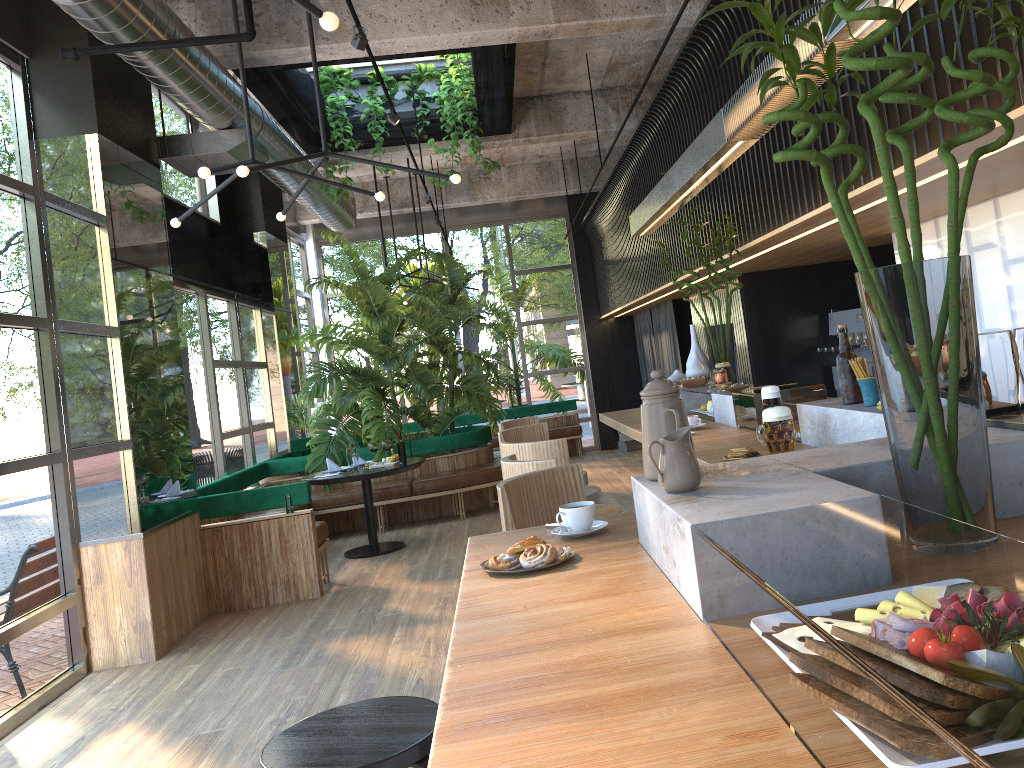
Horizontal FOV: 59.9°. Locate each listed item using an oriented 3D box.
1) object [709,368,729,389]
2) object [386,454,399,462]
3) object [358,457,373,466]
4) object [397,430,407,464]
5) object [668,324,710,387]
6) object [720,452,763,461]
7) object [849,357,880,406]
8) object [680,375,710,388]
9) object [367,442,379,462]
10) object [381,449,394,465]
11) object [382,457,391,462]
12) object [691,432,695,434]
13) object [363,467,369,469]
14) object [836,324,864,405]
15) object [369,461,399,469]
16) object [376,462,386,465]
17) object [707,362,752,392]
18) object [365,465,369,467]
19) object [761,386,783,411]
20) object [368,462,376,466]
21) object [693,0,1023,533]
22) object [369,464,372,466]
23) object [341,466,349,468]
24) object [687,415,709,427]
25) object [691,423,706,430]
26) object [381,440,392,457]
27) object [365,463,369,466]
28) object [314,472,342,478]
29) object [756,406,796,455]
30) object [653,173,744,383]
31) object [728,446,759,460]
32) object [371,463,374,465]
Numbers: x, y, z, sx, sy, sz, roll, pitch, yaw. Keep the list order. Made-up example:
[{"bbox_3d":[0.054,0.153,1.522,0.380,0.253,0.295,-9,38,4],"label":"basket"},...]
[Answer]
[{"bbox_3d":[1.197,-0.034,5.168,0.085,0.107,0.161,-9,-1,43],"label":"object"},{"bbox_3d":[-1.090,0.675,8.078,0.100,0.064,0.161,-8,1,-32],"label":"object"},{"bbox_3d":[-1.435,0.703,8.397,0.241,0.139,0.224,-8,0,-20],"label":"object"},{"bbox_3d":[-0.995,0.566,7.963,0.067,0.299,0.069,-8,-3,13],"label":"object"},{"bbox_3d":[1.176,-0.188,5.782,0.333,0.398,0.303,-6,-2,-45],"label":"object"},{"bbox_3d":[0.807,0.259,3.122,0.157,0.013,0.142,-8,1,-32],"label":"object"},{"bbox_3d":[1.157,-0.010,2.876,0.103,0.162,0.107,-9,-2,31],"label":"object"},{"bbox_3d":[1.134,-0.016,5.527,0.189,0.073,0.231,-8,1,17],"label":"object"},{"bbox_3d":[-1.297,0.649,8.333,0.105,0.201,0.099,-7,-2,-14],"label":"object"},{"bbox_3d":[-1.121,0.651,7.986,0.145,0.124,0.096,-7,-1,-23],"label":"object"},{"bbox_3d":[-1.119,0.691,8.176,0.193,0.038,0.063,-7,0,30],"label":"object"},{"bbox_3d":[0.787,0.244,4.230,0.165,0.005,0.169,-8,1,8],"label":"object"},{"bbox_3d":[-1.316,0.753,8.001,0.063,0.013,0.146,-8,1,-7],"label":"object"},{"bbox_3d":[1.152,-0.071,3.045,0.071,0.277,0.078,-9,-3,33],"label":"object"},{"bbox_3d":[-1.132,0.723,8.076,0.237,0.019,0.356,-8,1,7],"label":"object"},{"bbox_3d":[-1.191,0.715,8.067,0.102,0.013,0.221,-8,1,3],"label":"object"},{"bbox_3d":[1.163,-0.039,4.911,0.210,0.135,0.804,-8,1,5],"label":"object"},{"bbox_3d":[-1.322,0.749,8.102,0.033,0.019,0.038,-8,0,9],"label":"object"},{"bbox_3d":[0.980,0.121,3.321,0.071,0.232,0.078,-9,-3,29],"label":"object"},{"bbox_3d":[-1.288,0.737,8.198,0.097,0.028,0.129,-8,1,12],"label":"object"},{"bbox_3d":[0.713,-0.474,1.661,0.674,1.551,0.584,-8,-2,1],"label":"object"},{"bbox_3d":[-1.282,0.738,8.045,0.032,0.031,0.040,-8,0,22],"label":"object"},{"bbox_3d":[-1.598,0.782,8.300,0.166,0.019,0.242,-9,1,-43],"label":"object"},{"bbox_3d":[0.907,0.188,4.433,0.137,0.064,0.107,-8,0,-24],"label":"object"},{"bbox_3d":[0.890,0.219,4.431,0.163,0.020,0.158,-8,1,-7],"label":"object"},{"bbox_3d":[-1.167,0.632,8.306,0.105,0.201,0.099,-7,-2,-14],"label":"object"},{"bbox_3d":[-1.341,0.746,8.219,0.024,0.025,0.047,-8,0,16],"label":"object"},{"bbox_3d":[-1.602,0.793,7.796,0.258,0.019,0.156,-8,1,-5],"label":"object"},{"bbox_3d":[0.926,0.164,3.096,0.113,0.172,0.134,-7,-1,-9],"label":"object"},{"bbox_3d":[1.287,-0.635,5.803,0.641,1.551,0.612,-9,-3,35],"label":"object"},{"bbox_3d":[0.808,0.244,3.125,0.092,0.041,0.148,-7,1,31],"label":"object"},{"bbox_3d":[-1.282,0.736,8.135,0.033,0.032,0.037,-8,-1,-5],"label":"object"}]
